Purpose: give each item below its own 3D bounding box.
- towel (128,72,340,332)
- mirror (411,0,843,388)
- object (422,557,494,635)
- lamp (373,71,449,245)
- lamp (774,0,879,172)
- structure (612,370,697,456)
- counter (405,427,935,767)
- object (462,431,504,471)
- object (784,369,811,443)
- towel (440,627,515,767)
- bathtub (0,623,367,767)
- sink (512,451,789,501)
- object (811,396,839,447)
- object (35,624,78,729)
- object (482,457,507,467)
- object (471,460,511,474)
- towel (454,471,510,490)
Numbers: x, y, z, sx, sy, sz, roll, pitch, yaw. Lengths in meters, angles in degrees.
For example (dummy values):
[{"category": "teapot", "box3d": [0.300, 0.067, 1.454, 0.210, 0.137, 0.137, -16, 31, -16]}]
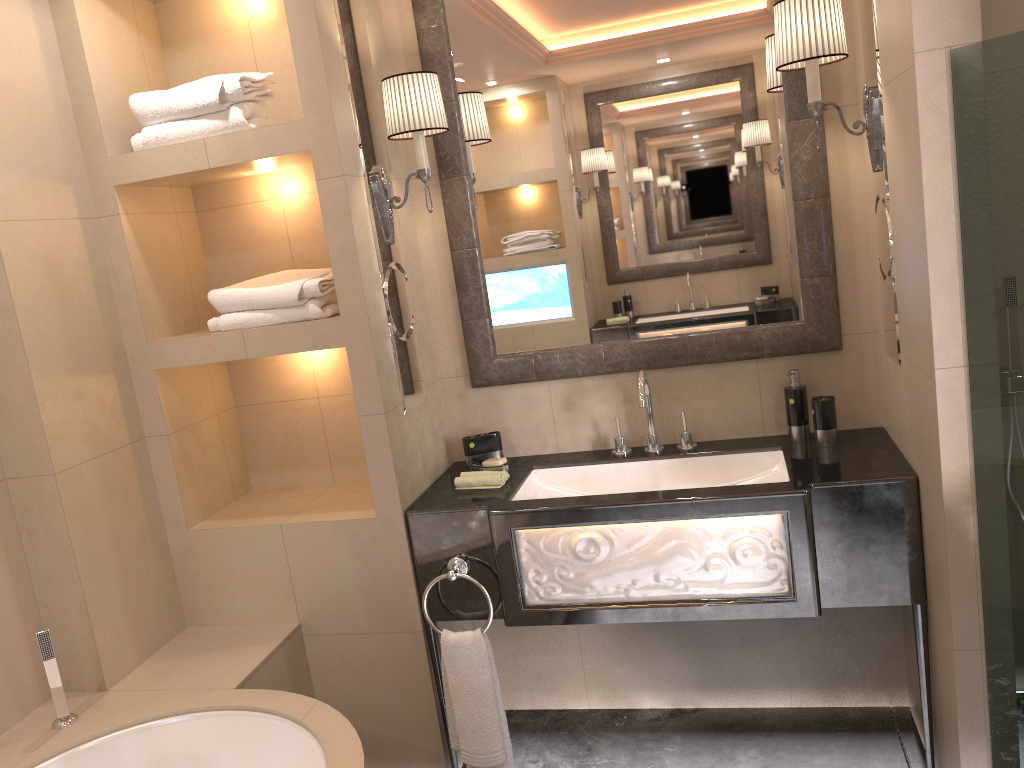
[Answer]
[{"category": "towel", "box3d": [-1.103, -0.236, 1.150, 0.517, 0.726, 3.195, -6, 10, 15]}, {"category": "mirror", "box3d": [0.319, -0.685, 2.599, 1.130, 1.320, 0.040, -6, 10, 14]}, {"category": "object", "box3d": [-0.145, 0.594, 2.438, 0.203, 0.226, 0.074, -6, 10, 14]}, {"category": "lamp", "box3d": [-0.276, -0.631, 2.502, 0.223, 0.444, 0.174, -6, 10, 14]}, {"category": "lamp", "box3d": [0.785, -0.740, 2.228, 0.223, 0.444, 0.174, -6, 10, 14]}, {"category": "structure", "box3d": [0.390, 0.081, 2.659, 0.242, 0.268, 0.223, -17, 13, -40]}, {"category": "counter", "box3d": [0.451, 0.663, 2.584, 1.330, 0.858, 0.543, -6, 10, 14]}, {"category": "object", "box3d": [-0.090, 0.211, 2.805, 0.124, 0.104, 0.038, -10, 10, -11]}, {"category": "object", "box3d": [0.826, 0.062, 2.575, 0.063, 0.208, 0.063, -9, 10, -4]}, {"category": "towel", "box3d": [-0.105, 0.893, 2.461, 0.173, 0.455, 0.116, -9, 10, -4]}, {"category": "bathtub", "box3d": [-0.888, 1.231, 1.388, 1.060, 0.540, 2.662, -6, 10, 14]}, {"category": "sink", "box3d": [0.395, 0.327, 2.502, 0.760, 0.135, 0.349, -6, 10, 14]}, {"category": "object", "box3d": [0.882, 0.105, 2.498, 0.063, 0.134, 0.063, -17, 13, -42]}, {"category": "object", "box3d": [-1.120, 0.711, 2.165, 0.059, 0.280, 0.114, -14, 11, -30]}, {"category": "object", "box3d": [-0.053, 0.238, 2.699, 0.077, 0.022, 0.051, -2, 12, 34]}, {"category": "object", "box3d": [-0.065, 0.258, 2.715, 0.133, 0.035, 0.080, -2, 12, 32]}, {"category": "towel", "box3d": [-0.091, 0.278, 2.616, 0.149, 0.039, 0.096, -5, 10, 21]}]
